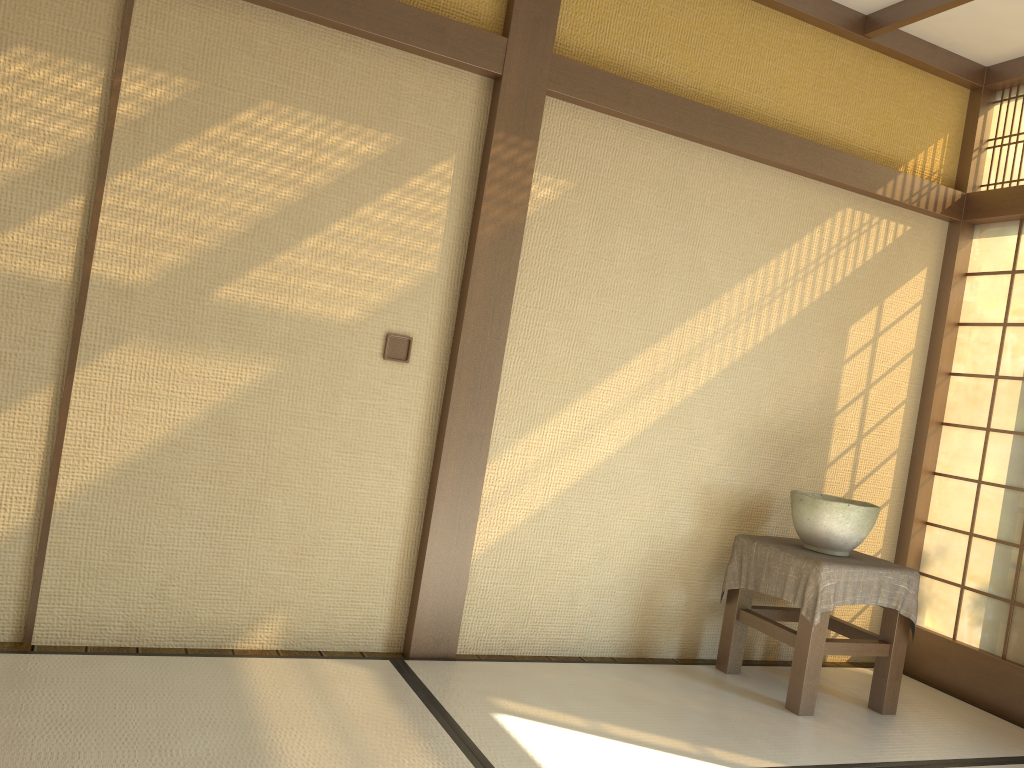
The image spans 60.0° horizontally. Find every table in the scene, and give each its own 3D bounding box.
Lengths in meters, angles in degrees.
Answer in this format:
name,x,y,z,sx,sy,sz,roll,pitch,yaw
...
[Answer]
name,x,y,z,sx,sy,sz,roll,pitch,yaw
table,1.261,0.991,3.720,0.629,0.595,0.633,9,0,-25

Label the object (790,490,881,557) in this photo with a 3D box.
name,x,y,z,sx,sy,sz,roll,pitch,yaw
object,1.332,0.590,3.708,0.358,0.230,0.357,9,0,35
